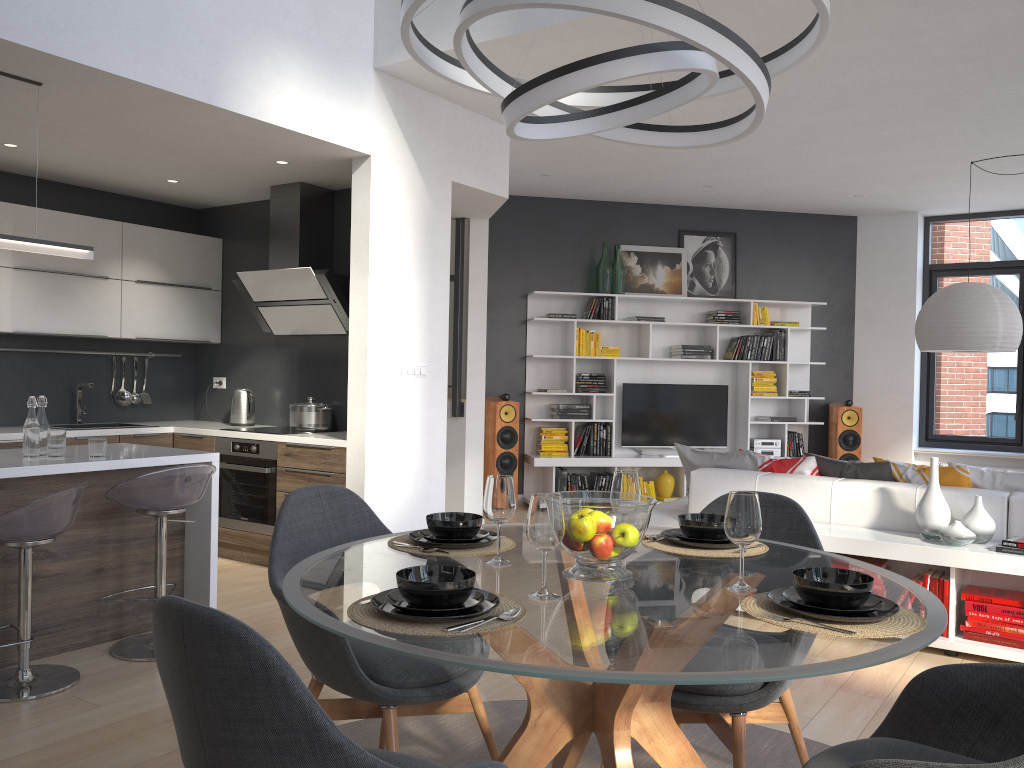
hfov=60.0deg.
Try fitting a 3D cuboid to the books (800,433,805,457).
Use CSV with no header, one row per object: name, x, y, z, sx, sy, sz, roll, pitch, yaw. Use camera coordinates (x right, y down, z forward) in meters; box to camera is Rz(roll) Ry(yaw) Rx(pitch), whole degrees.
books,2.899,0.615,9.005,0.077,0.233,0.179,1,1,-11

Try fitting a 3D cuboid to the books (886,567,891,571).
books,1.743,0.927,4.431,0.266,0.026,0.187,1,1,28

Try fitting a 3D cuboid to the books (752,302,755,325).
books,2.371,-0.695,8.826,0.041,0.229,0.161,1,1,-12

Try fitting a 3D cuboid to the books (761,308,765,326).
books,2.474,-0.668,8.845,0.044,0.178,0.128,1,1,-11

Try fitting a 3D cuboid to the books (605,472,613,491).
books,0.909,0.984,8.536,0.066,0.260,0.197,1,1,-11

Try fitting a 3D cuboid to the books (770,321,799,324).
books,2.730,-0.613,8.949,0.257,0.024,0.203,1,1,-8

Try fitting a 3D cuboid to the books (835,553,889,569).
books,1.733,0.897,4.448,0.259,0.034,0.206,2,1,31

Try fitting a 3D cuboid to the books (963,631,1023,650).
books,2.250,1.164,4.098,0.259,0.034,0.206,2,1,37

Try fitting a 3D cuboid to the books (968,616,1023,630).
books,2.245,1.085,4.090,0.236,0.023,0.178,2,1,34

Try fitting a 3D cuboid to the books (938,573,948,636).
books,2.048,1.045,4.211,0.028,0.266,0.188,2,1,34

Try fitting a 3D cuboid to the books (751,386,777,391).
books,2.508,0.048,8.935,0.243,0.042,0.189,1,1,-11

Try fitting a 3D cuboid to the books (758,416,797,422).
books,2.676,0.352,8.962,0.310,0.047,0.250,1,1,-16

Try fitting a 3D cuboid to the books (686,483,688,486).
books,1.818,0.969,8.753,0.310,0.047,0.250,1,1,-16

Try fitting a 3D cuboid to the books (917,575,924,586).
books,1.935,1.049,4.279,0.115,0.245,0.192,2,1,34

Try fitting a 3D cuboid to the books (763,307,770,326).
books,2.514,-0.670,8.856,0.064,0.184,0.141,1,1,-10

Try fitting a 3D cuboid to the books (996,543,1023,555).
books,2.382,0.751,4.013,0.300,0.026,0.245,2,1,39

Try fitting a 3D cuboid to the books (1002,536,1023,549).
books,2.368,0.725,3.993,0.188,0.027,0.238,1,1,-43

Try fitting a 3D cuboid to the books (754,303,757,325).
books,2.390,-0.693,8.849,0.041,0.224,0.163,1,1,-13

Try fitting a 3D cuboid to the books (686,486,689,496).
books,1.826,1.062,8.733,0.343,0.137,0.277,1,1,-16

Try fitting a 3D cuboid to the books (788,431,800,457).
books,2.841,0.605,8.970,0.066,0.255,0.193,1,1,-12

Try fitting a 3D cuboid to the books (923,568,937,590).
books,1.987,1.035,4.244,0.046,0.282,0.199,2,1,34

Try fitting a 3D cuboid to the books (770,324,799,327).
books,2.734,-0.588,8.941,0.257,0.028,0.194,1,1,-6

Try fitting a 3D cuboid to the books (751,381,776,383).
books,2.507,-0.018,8.946,0.239,0.019,0.171,1,1,-11

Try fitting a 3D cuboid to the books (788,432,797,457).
books,2.815,0.610,8.953,0.050,0.242,0.169,1,1,-12

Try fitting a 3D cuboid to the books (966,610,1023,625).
books,2.256,1.060,4.088,0.261,0.027,0.191,2,1,38

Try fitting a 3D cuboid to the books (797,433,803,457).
books,2.872,0.611,8.968,0.066,0.242,0.177,1,1,-11

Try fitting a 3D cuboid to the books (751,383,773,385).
books,2.498,0.002,8.927,0.217,0.023,0.145,1,1,-7

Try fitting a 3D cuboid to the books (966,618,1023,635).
books,2.251,1.109,4.096,0.257,0.025,0.182,2,1,34

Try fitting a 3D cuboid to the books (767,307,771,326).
books,2.535,-0.670,8.869,0.044,0.184,0.142,1,1,-10

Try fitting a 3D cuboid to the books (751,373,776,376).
books,2.521,-0.095,8.944,0.223,0.023,0.163,1,1,-7

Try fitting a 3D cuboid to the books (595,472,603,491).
books,0.813,0.985,8.518,0.075,0.254,0.192,1,1,-12

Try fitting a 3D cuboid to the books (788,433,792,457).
books,2.767,0.612,8.958,0.053,0.240,0.189,1,1,-11

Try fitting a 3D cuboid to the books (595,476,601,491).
books,0.794,0.992,8.489,0.069,0.242,0.172,1,1,-10

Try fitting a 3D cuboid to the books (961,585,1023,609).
books,2.273,0.992,4.126,0.301,0.032,0.227,2,1,34

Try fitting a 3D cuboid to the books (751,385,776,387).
books,2.503,0.019,8.948,0.251,0.014,0.189,1,1,-8

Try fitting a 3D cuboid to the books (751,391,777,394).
books,2.507,0.081,8.931,0.257,0.024,0.203,1,1,-8

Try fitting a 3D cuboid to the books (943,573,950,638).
books,2.062,1.043,4.184,0.028,0.269,0.181,2,1,34

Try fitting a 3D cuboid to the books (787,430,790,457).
books,2.735,0.595,8.956,0.053,0.268,0.202,1,1,-11

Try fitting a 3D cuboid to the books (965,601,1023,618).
books,2.264,1.027,4.103,0.279,0.039,0.206,2,1,33

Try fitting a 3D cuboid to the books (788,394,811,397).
books,2.878,0.117,8.951,0.213,0.023,0.161,1,1,-8

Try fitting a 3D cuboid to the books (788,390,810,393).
books,2.877,0.078,8.969,0.213,0.023,0.161,1,1,-8

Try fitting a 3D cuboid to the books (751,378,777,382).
books,2.518,-0.044,8.945,0.239,0.033,0.176,1,1,-8

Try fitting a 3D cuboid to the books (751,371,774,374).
books,2.508,-0.119,8.964,0.223,0.023,0.163,1,1,-7

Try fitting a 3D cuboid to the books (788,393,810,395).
books,2.877,0.098,8.953,0.198,0.015,0.142,1,1,-13

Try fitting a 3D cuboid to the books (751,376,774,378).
books,2.512,-0.072,8.946,0.227,0.022,0.160,1,1,5

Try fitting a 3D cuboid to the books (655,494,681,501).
books,1.487,1.109,8.652,0.204,0.029,0.270,1,1,-26

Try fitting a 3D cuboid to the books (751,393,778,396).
books,2.511,0.107,8.923,0.257,0.028,0.194,1,1,-6

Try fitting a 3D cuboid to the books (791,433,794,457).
books,2.791,0.613,8.956,0.049,0.236,0.170,1,1,-11

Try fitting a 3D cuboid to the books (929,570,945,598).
books,2.028,1.041,4.236,0.038,0.270,0.215,2,1,34

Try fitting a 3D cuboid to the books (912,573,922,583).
books,1.905,1.048,4.308,0.144,0.247,0.188,2,1,34

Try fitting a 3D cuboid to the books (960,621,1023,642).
books,2.238,1.134,4.096,0.266,0.026,0.187,2,1,40
